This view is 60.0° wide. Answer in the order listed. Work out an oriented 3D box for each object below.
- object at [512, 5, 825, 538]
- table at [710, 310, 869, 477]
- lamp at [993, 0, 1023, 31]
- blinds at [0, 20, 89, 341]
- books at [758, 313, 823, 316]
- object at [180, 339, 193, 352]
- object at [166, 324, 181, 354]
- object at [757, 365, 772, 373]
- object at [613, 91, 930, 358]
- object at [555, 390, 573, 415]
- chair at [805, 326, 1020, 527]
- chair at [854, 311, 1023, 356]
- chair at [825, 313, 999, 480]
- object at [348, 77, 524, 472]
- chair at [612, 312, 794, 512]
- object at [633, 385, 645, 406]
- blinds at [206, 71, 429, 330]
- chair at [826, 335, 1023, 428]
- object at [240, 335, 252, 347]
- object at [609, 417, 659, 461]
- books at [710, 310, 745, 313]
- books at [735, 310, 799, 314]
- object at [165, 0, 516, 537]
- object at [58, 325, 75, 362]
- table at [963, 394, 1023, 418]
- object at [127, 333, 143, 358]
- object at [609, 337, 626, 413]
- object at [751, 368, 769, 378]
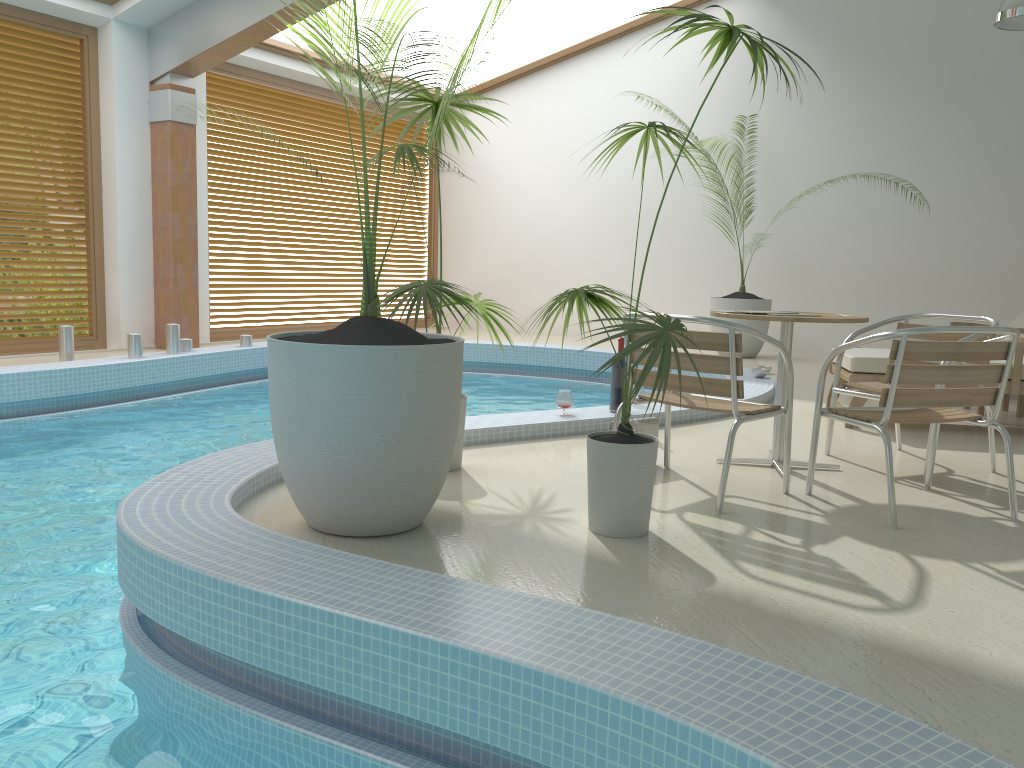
[{"bbox_3d":[0.482,-0.328,2.965,0.791,1.695,1.059,-1,8,-22],"label":"object"},{"bbox_3d":[1.265,0.033,4.148,0.700,0.720,0.700,-4,9,-39],"label":"table"},{"bbox_3d":[4.070,-3.792,6.792,0.506,1.958,0.505,6,9,31],"label":"lamp"},{"bbox_3d":[-5.188,-1.644,6.920,0.095,2.921,4.200,6,9,31],"label":"blinds"},{"bbox_3d":[1.253,-0.315,4.014,0.241,0.004,0.166,-1,8,-17],"label":"books"},{"bbox_3d":[-2.904,-0.346,7.892,0.115,0.107,0.115,0,7,-9],"label":"object"},{"bbox_3d":[-2.922,-0.389,7.646,0.115,0.254,0.115,-1,8,-18],"label":"object"},{"bbox_3d":[2.325,-0.129,8.176,0.140,0.069,0.140,2,7,1],"label":"object"},{"bbox_3d":[2.646,-1.755,9.515,2.979,2.960,2.729,1,7,-4],"label":"object"},{"bbox_3d":[0.298,0.104,5.033,0.102,0.137,0.102,8,10,40],"label":"object"},{"bbox_3d":[1.583,0.117,3.496,0.618,0.727,0.563,0,8,-16],"label":"chair"},{"bbox_3d":[3.787,-0.345,7.072,1.903,0.866,0.861,1,7,-6],"label":"chair"},{"bbox_3d":[1.939,0.024,4.290,0.563,0.727,0.618,-2,8,-26],"label":"chair"},{"bbox_3d":[-0.358,-0.479,3.940,0.791,1.695,1.059,4,8,19],"label":"object"},{"bbox_3d":[0.781,0.070,3.677,0.618,0.727,0.563,9,10,44],"label":"chair"},{"bbox_3d":[0.767,0.061,5.469,0.102,0.137,0.102,8,10,40],"label":"object"},{"bbox_3d":[-2.441,-2.130,11.296,0.095,2.921,4.414,6,9,31],"label":"blinds"},{"bbox_3d":[3.019,-0.160,5.469,1.903,0.866,0.861,3,7,10],"label":"chair"},{"bbox_3d":[-2.549,-0.414,8.501,0.115,0.107,0.115,0,7,-9],"label":"object"},{"bbox_3d":[0.551,0.270,4.090,0.272,0.223,0.081,-4,9,-38],"label":"object"},{"bbox_3d":[1.064,-0.336,4.130,0.241,0.004,0.166,-1,8,-17],"label":"books"},{"bbox_3d":[1.163,-0.329,4.069,0.241,0.004,0.166,-1,8,-17],"label":"books"},{"bbox_3d":[-0.391,-1.012,3.082,2.729,2.960,2.979,-5,10,-41],"label":"object"},{"bbox_3d":[-3.663,-0.318,7.293,0.115,0.320,0.115,0,7,-9],"label":"object"},{"bbox_3d":[3.327,0.073,6.115,0.283,0.255,0.320,3,7,10],"label":"table"},{"bbox_3d":[-3.079,-0.312,7.248,0.115,0.194,0.115,-1,8,-18],"label":"object"},{"bbox_3d":[0.627,-0.054,5.154,0.109,0.435,0.109,-1,8,-23],"label":"object"},{"bbox_3d":[1.996,-0.085,7.141,0.140,0.069,0.140,2,7,1],"label":"object"}]
